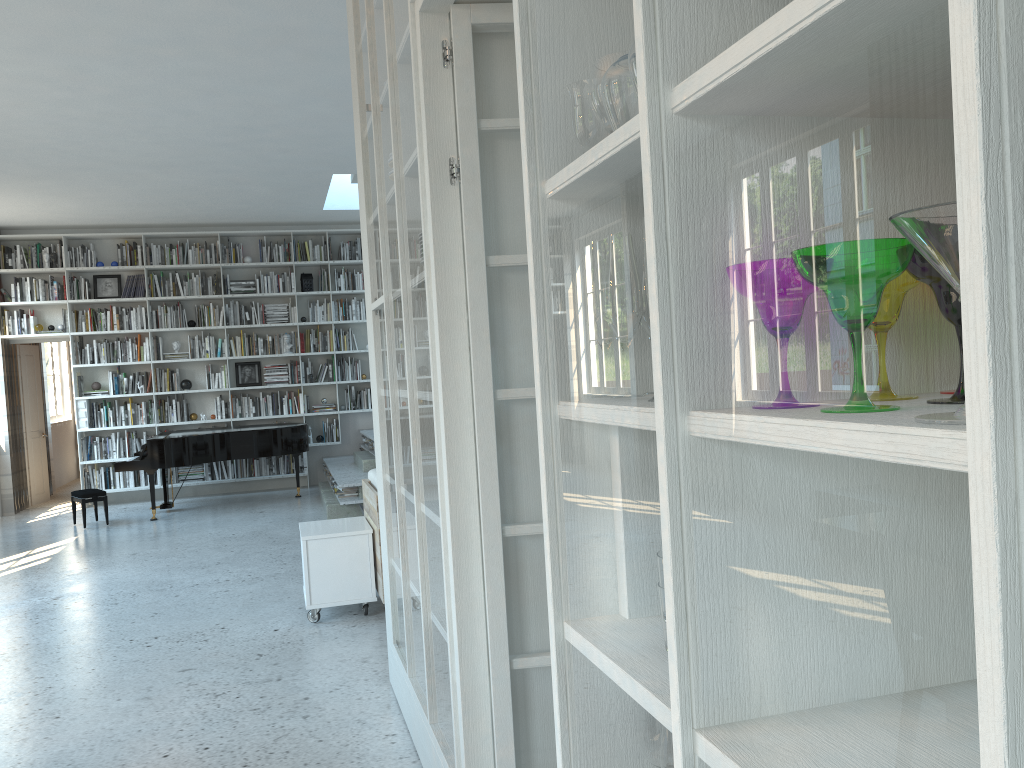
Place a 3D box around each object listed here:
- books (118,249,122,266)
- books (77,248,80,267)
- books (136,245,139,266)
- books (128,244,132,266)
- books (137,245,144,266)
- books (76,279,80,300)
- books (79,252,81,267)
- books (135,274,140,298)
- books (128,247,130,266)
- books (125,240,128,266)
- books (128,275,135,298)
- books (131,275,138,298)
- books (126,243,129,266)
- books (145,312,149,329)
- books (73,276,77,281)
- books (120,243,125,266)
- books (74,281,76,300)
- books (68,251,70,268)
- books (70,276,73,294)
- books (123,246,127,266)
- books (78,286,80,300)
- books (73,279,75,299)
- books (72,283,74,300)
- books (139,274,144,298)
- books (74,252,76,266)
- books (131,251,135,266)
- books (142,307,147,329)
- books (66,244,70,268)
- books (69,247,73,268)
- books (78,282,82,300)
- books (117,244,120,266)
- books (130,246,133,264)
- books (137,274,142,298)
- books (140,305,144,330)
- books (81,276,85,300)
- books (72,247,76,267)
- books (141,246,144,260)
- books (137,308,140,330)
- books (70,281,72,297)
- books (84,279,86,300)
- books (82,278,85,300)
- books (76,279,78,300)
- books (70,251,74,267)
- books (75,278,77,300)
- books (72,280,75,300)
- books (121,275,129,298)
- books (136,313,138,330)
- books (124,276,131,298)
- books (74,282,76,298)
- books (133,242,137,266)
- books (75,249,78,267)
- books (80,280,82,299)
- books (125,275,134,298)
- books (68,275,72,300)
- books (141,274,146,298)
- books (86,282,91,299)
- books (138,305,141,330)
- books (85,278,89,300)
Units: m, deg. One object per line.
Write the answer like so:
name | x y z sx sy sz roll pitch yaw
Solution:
books | -4.570 -1.460 10.367 0.028 0.218 0.153 -4 2 -15
books | -5.001 -1.444 10.253 0.016 0.243 0.156 -4 2 -15
books | -4.392 -1.493 10.426 0.022 0.260 0.152 -4 2 -15
books | -4.466 -1.494 10.388 0.011 0.274 0.183 -4 2 -15
books | -4.363 -1.491 10.421 0.031 0.254 0.178 -4 2 -15
books | -4.999 -1.078 10.237 0.004 0.246 0.189 -4 2 -15
books | -4.988 -1.420 10.267 0.014 0.192 0.146 -4 2 -15
books | -4.396 -1.137 10.433 0.078 0.286 0.174 -4 2 -15
books | -4.475 -1.488 10.385 0.010 0.263 0.156 -4 2 -15
books | -4.508 -1.516 10.404 0.014 0.321 0.136 -4 2 -15
books | -4.456 -1.128 10.417 0.110 0.280 0.174 -4 2 -15
books | -4.422 -1.132 10.406 0.097 0.282 0.174 -4 2 -15
books | -4.490 -1.498 10.394 0.013 0.283 0.166 -4 2 -15
books | -4.273 -0.735 10.424 0.039 0.202 0.236 -4 2 -15
books | -5.042 -1.097 10.251 0.006 0.289 0.144 -4 2 -15
books | -4.546 -1.492 10.368 0.024 0.280 0.187 -4 2 -15
books | -5.029 -1.067 10.238 0.009 0.228 0.184 -4 2 -15
books | -5.095 -1.419 10.229 0.017 0.204 0.142 -4 2 -15
books | -5.071 -1.093 10.237 0.006 0.287 0.148 -4 2 -15
books | -4.519 -1.478 10.374 0.028 0.249 0.155 -4 2 -15
books | -5.001 -1.063 10.279 0.012 0.214 0.132 -4 2 -15
books | -5.046 -1.091 10.247 0.005 0.277 0.146 -4 2 -15
books | -5.059 -1.053 10.245 0.015 0.207 0.172 -4 2 -15
books | -4.352 -1.140 10.445 0.078 0.286 0.174 -4 2 -15
books | -5.031 -1.418 10.258 0.017 0.194 0.129 -4 2 -15
books | -4.434 -1.454 10.402 0.027 0.190 0.177 -4 2 -15
books | -4.317 -0.763 10.438 0.035 0.264 0.177 -4 2 -15
books | -5.111 -1.459 10.233 0.007 0.285 0.159 -4 2 -15
books | -5.086 -1.447 10.237 0.007 0.259 0.156 -4 2 -15
books | -4.978 -1.065 10.249 0.018 0.219 0.186 -4 2 -15
books | -4.595 -1.488 10.373 0.013 0.278 0.151 -4 2 -15
books | -4.461 -1.485 10.420 0.013 0.254 0.129 -4 2 -15
books | -4.375 -1.139 10.444 0.078 0.286 0.174 -4 2 -15
books | -4.346 -0.774 10.433 0.022 0.289 0.169 -4 2 -15
books | -4.960 -1.098 10.262 0.005 0.281 0.190 -4 2 -15
books | -5.044 -1.445 10.240 0.012 0.249 0.180 -4 2 -15
books | -4.332 -1.492 10.444 0.039 0.252 0.146 -4 2 -15
books | -4.383 -0.760 10.440 0.024 0.266 0.155 -4 2 -15
books | -5.083 -1.066 10.259 0.006 0.233 0.136 -4 2 -15
books | -4.929 -1.084 10.270 0.011 0.250 0.168 -4 2 -15
books | -4.943 -1.087 10.257 0.023 0.258 0.183 -4 2 -15
books | -5.012 -1.079 10.256 0.010 0.249 0.166 -4 2 -15
books | -5.066 -1.424 10.242 0.032 0.210 0.158 -4 2 -15
books | -5.019 -1.084 10.245 0.009 0.260 0.184 -4 2 -15
books | -5.051 -1.071 10.247 0.005 0.238 0.154 -4 2 -15
books | -4.519 -1.123 10.391 0.110 0.280 0.174 -4 2 -15
books | -4.398 -0.730 10.428 0.013 0.206 0.172 -4 2 -15
books | -4.500 -1.125 10.406 0.110 0.280 0.174 -4 2 -15
books | -5.020 -1.060 10.231 0.004 0.214 0.186 -4 2 -15
books | -4.410 -1.509 10.397 0.025 0.297 0.163 -4 2 -15
books | -5.013 -1.434 10.245 0.013 0.225 0.177 -4 2 -15
books | -4.970 -1.079 10.262 0.019 0.244 0.153 -4 2 -15
books | -4.473 -1.126 10.394 0.110 0.280 0.174 -4 2 -15
books | -5.082 -1.096 10.223 0.005 0.293 0.184 -4 2 -15
books | -4.326 -1.141 10.437 0.078 0.286 0.174 -4 2 -15
books | -4.903 -1.068 10.268 0.012 0.214 0.185 -4 2 -15
books | -4.359 -0.774 10.417 0.012 0.291 0.182 -4 2 -15
books | -4.918 -1.087 10.272 0.012 0.255 0.166 -4 2 -15
